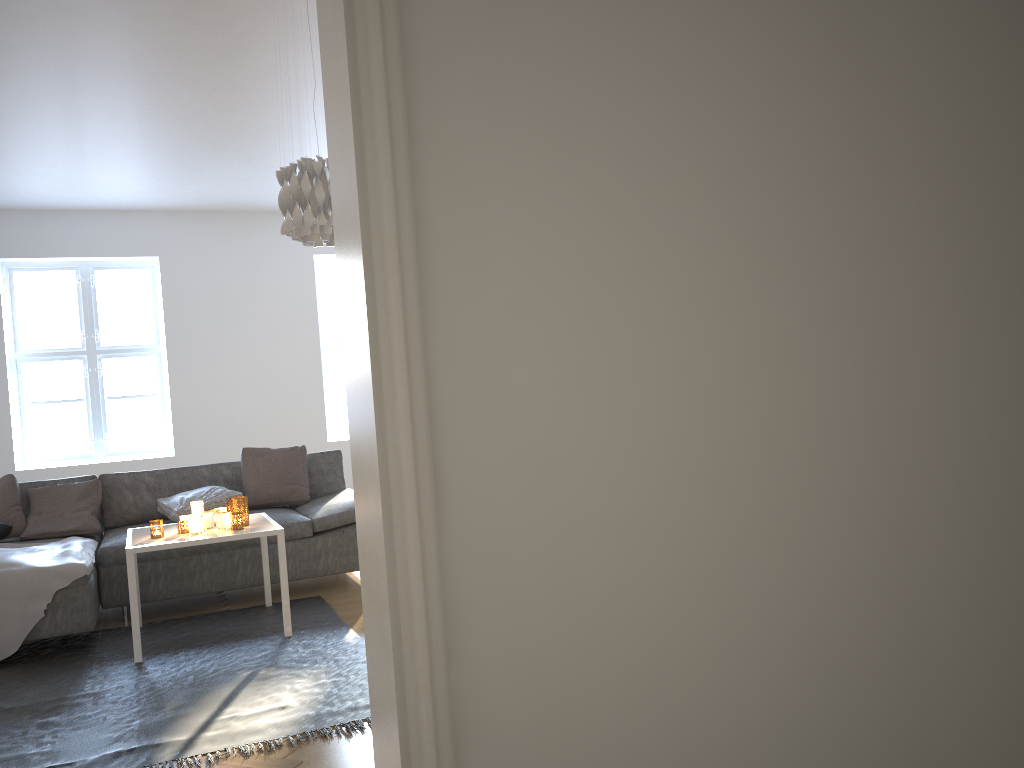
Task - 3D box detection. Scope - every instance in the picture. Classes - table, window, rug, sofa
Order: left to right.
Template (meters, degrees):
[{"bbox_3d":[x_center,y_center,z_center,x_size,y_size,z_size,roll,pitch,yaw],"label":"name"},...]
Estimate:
[{"bbox_3d":[-3.593,-0.188,7.565,1.200,1.710,0.077,-4,1,-23],"label":"window"},{"bbox_3d":[-1.575,1.203,3.555,2.014,0.055,2.112,-4,0,-23],"label":"rug"},{"bbox_3d":[-2.048,0.890,4.902,2.631,0.772,1.555,-4,0,-23],"label":"sofa"},{"bbox_3d":[-1.486,0.955,4.310,0.674,0.504,0.715,-4,0,-23],"label":"table"},{"bbox_3d":[-1.286,-0.358,8.533,1.200,1.710,0.077,-4,1,-23],"label":"window"}]

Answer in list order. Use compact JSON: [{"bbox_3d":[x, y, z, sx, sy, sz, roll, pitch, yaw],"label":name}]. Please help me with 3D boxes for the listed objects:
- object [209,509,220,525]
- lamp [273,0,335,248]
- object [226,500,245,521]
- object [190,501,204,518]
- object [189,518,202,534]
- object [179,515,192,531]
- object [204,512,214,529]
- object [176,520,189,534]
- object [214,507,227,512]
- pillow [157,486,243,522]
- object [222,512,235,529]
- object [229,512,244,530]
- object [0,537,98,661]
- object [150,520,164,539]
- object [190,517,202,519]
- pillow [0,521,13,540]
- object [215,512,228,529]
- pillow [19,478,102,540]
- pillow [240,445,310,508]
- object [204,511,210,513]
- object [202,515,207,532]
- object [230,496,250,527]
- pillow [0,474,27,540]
[{"bbox_3d":[-1.481,0.665,4.418,0.060,0.073,0.060,-4,1,2],"label":"object"},{"bbox_3d":[-0.807,-1.108,3.647,0.355,1.065,0.354,-4,1,20],"label":"lamp"},{"bbox_3d":[-1.404,0.644,4.511,0.080,0.104,0.080,-5,1,-33],"label":"object"},{"bbox_3d":[-1.487,0.592,4.192,0.060,0.073,0.060,-4,1,-7],"label":"object"},{"bbox_3d":[-1.483,0.665,4.161,0.060,0.073,0.060,-5,1,-43],"label":"object"},{"bbox_3d":[-1.570,0.672,4.276,0.060,0.073,0.060,-4,1,2],"label":"object"},{"bbox_3d":[-1.477,0.665,4.306,0.060,0.073,0.060,-4,1,23],"label":"object"},{"bbox_3d":[-1.558,0.678,4.199,0.052,0.058,0.050,-4,1,37],"label":"object"},{"bbox_3d":[-1.472,0.664,4.484,0.060,0.073,0.060,-4,1,29],"label":"object"},{"bbox_3d":[-1.829,0.712,5.217,0.404,0.194,0.406,-4,0,-36],"label":"pillow"},{"bbox_3d":[-1.356,0.656,4.247,0.060,0.073,0.060,-5,1,-34],"label":"object"},{"bbox_3d":[-1.302,0.649,4.201,0.060,0.079,0.060,-5,1,-33],"label":"object"},{"bbox_3d":[-2.429,1.024,4.266,0.811,0.437,0.726,-4,0,-24],"label":"object"},{"bbox_3d":[-1.652,0.675,4.124,0.060,0.079,0.060,-5,1,-28],"label":"object"},{"bbox_3d":[-1.483,0.662,4.161,0.056,0.066,0.056,-4,1,29],"label":"object"},{"bbox_3d":[-2.901,0.765,4.609,0.401,0.248,0.421,-4,0,-2],"label":"pillow"},{"bbox_3d":[-1.401,0.659,4.293,0.060,0.073,0.060,-5,1,-34],"label":"object"},{"bbox_3d":[-2.570,0.722,5.070,0.414,0.311,0.337,-4,0,-17],"label":"pillow"},{"bbox_3d":[-1.487,0.579,5.584,0.426,0.390,0.242,-4,1,-22],"label":"pillow"},{"bbox_3d":[-1.514,0.667,4.361,0.060,0.073,0.060,-4,1,2],"label":"object"},{"bbox_3d":[-1.485,0.665,4.228,0.060,0.073,0.060,-5,1,-43],"label":"object"},{"bbox_3d":[-1.322,0.620,4.309,0.090,0.140,0.086,-4,1,38],"label":"object"},{"bbox_3d":[-2.958,0.721,4.968,0.429,0.403,0.324,-5,1,-35],"label":"pillow"}]
